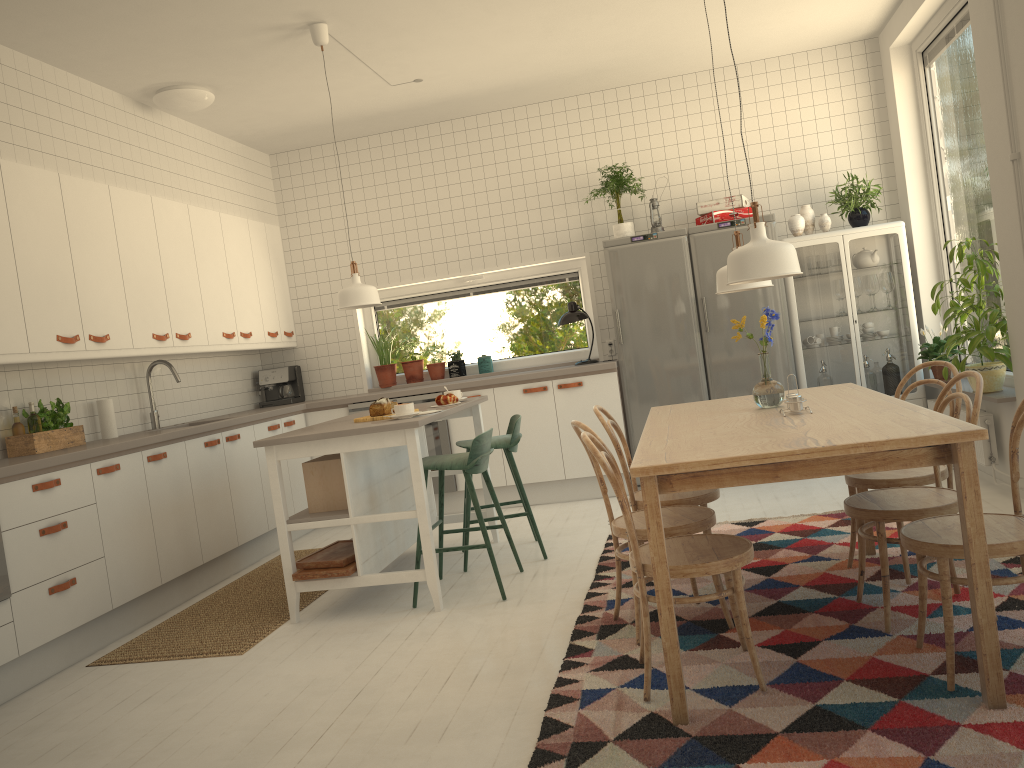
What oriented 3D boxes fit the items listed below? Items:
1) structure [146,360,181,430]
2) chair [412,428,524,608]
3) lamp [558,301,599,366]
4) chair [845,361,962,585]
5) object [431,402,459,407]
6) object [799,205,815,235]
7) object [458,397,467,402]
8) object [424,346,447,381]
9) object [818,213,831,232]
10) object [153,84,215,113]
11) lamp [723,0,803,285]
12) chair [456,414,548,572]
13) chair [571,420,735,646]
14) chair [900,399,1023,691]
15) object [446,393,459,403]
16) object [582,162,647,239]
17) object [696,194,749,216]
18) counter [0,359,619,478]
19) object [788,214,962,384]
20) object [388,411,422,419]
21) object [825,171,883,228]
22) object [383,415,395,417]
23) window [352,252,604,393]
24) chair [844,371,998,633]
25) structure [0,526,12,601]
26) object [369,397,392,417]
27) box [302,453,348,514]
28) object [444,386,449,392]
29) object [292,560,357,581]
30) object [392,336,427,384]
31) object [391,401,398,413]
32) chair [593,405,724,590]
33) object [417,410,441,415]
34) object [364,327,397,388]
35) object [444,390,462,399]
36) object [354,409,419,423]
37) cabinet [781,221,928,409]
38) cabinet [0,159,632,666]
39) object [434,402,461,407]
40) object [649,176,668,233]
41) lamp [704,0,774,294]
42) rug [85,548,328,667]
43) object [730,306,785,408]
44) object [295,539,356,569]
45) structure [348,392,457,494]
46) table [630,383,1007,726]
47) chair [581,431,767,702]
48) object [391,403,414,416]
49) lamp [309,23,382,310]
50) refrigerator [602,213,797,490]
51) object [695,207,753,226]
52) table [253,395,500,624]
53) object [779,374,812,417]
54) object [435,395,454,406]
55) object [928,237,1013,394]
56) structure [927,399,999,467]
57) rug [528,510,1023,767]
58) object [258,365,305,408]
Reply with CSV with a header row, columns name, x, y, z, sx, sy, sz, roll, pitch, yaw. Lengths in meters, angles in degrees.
name,x,y,z,sx,sy,sz,roll,pitch,yaw
structure,-2.139,0.059,5.457,0.236,0.421,0.063,-7,2,18
chair,-0.250,0.615,4.248,0.446,0.752,0.485,-8,2,11
lamp,0.467,-0.370,6.467,0.239,0.465,0.263,-6,3,40
chair,1.592,0.338,3.595,0.484,0.810,0.385,-9,2,-16
object,-0.358,0.111,4.799,0.122,0.005,0.120,-7,3,29
object,1.989,-1.100,5.972,0.102,0.206,0.102,-8,2,-5
object,-0.328,0.095,4.971,0.160,0.020,0.160,-8,2,7
object,-0.584,-0.166,6.912,0.194,0.277,0.176,-9,2,-22
object,2.079,-1.069,5.892,0.082,0.126,0.082,-9,2,-17
object,-1.954,-1.686,5.290,0.351,0.101,0.351,-10,3,-37
lamp,0.665,-1.110,2.701,0.230,1.595,0.229,-10,3,-44
chair,-0.101,0.569,4.847,0.446,0.752,0.485,-8,2,-4
chair,0.514,0.501,3.302,0.483,0.810,0.385,-8,2,-6
chair,1.379,0.409,2.559,0.483,0.810,0.386,-7,2,14
object,-0.328,0.079,4.812,0.060,0.059,0.074,-9,2,-19
object,0.750,-1.276,6.163,0.474,0.545,0.468,-7,2,25
object,1.459,-1.224,6.123,0.312,0.082,0.308,-7,2,24
counter,-1.017,0.235,4.488,2.856,0.163,4.846,-8,2,11
object,2.307,-0.565,5.670,0.942,1.208,0.261,-7,2,27
object,-0.503,0.151,4.188,0.160,0.020,0.160,-9,2,-23
object,2.306,-1.232,5.960,0.371,0.385,0.373,-7,2,30
object,-0.560,0.150,4.211,0.132,0.011,0.027,-10,3,-40
window,-0.267,-0.461,6.915,1.897,0.816,0.293,-8,2,11
chair,1.400,0.386,3.065,0.483,0.810,0.385,-8,2,9
structure,-2.410,0.692,3.266,0.704,0.447,0.682,-8,2,11
object,-0.652,0.112,4.384,0.086,0.087,0.090,-7,2,19
box,-0.828,0.467,4.344,0.237,0.242,0.357,-8,2,12
object,-0.349,0.054,4.988,0.028,0.086,0.102,-9,3,-38
object,-0.826,0.852,4.228,0.280,0.030,0.430,-8,2,11
object,-0.783,-0.191,6.972,0.258,0.369,0.234,-7,2,23
object,-0.614,0.118,4.459,0.083,0.057,0.072,-7,2,17
chair,0.641,0.463,3.796,0.483,0.810,0.386,-7,2,14
object,-0.426,0.141,4.340,0.167,0.005,0.167,-8,2,7
object,-0.997,-0.224,6.995,0.300,0.499,0.333,-8,2,-6
object,-0.331,0.069,4.972,0.094,0.060,0.098,-8,2,8
object,-0.629,0.159,4.451,0.237,0.019,0.306,-7,3,28
cabinet,2.308,-0.239,6.032,0.789,1.592,0.453,-8,2,11
cabinet,-1.073,-0.158,4.475,2.852,2.159,4.846,-8,2,11
object,-0.358,0.113,4.795,0.167,0.005,0.167,-8,2,7
object,1.004,-1.228,6.123,0.163,0.383,0.154,-7,2,34
lamp,0.825,-1.167,3.544,0.230,1.595,0.229,-9,2,-33
rug,-1.314,1.122,4.785,0.750,0.004,2.001,-8,2,11
object,0.969,-0.102,3.401,0.145,0.388,0.206,-9,2,-27
object,-0.833,0.820,4.304,0.280,0.030,0.431,-7,2,20
structure,-0.729,0.435,6.647,0.705,0.710,0.704,-8,2,11
table,0.969,0.481,3.188,0.894,0.749,1.798,-8,2,11
chair,0.510,0.522,2.791,0.483,0.810,0.385,-8,2,9
object,-0.510,0.124,4.186,0.098,0.064,0.094,-9,3,-31
lamp,-0.893,-1.136,4.574,0.229,1.490,0.230,-8,2,12
refrigerator,1.341,-0.187,6.211,1.145,1.777,0.559,-8,2,11
object,1.472,-1.143,6.122,0.309,0.082,0.312,-8,2,-9
table,-0.604,0.592,4.677,0.794,0.864,1.424,-8,2,11
object,0.985,0.034,3.106,0.095,0.138,0.155,-8,2,11
object,-0.376,0.087,4.788,0.070,0.060,0.131,-10,3,-41
object,2.451,-0.362,4.712,0.485,0.841,0.615,-8,2,-10
structure,2.660,0.264,5.221,0.113,0.276,1.016,-8,2,11
rug,1.122,0.825,3.407,1.748,0.035,3.026,-8,2,11
object,-1.834,0.023,6.914,0.316,0.292,0.280,-8,2,12
